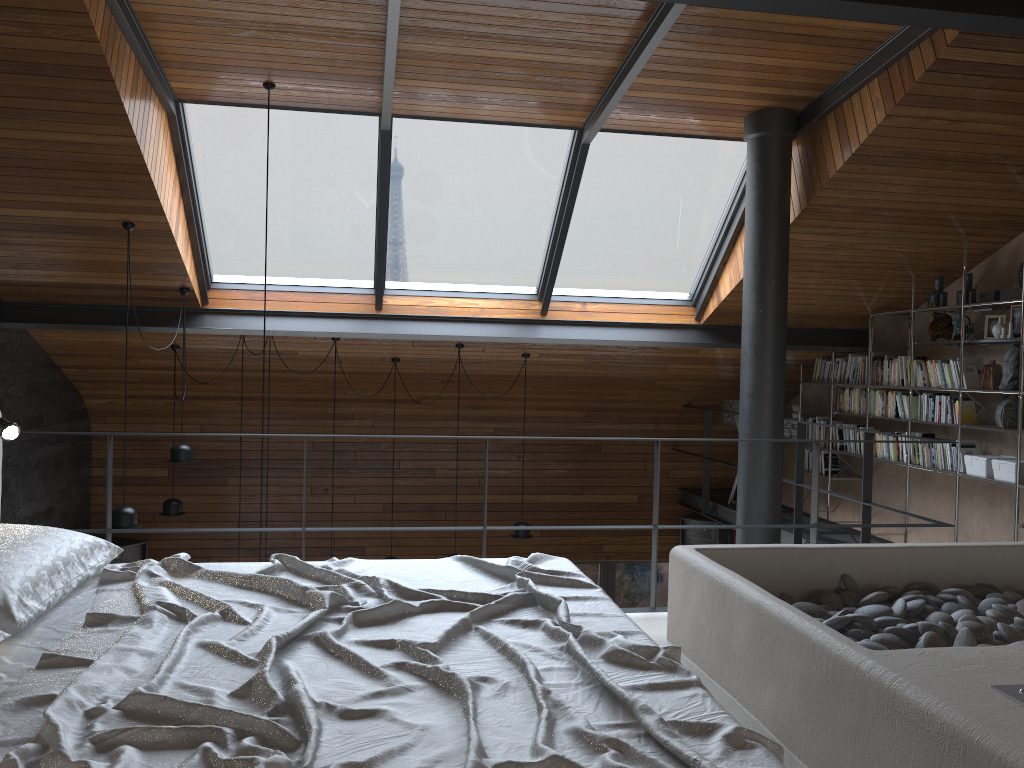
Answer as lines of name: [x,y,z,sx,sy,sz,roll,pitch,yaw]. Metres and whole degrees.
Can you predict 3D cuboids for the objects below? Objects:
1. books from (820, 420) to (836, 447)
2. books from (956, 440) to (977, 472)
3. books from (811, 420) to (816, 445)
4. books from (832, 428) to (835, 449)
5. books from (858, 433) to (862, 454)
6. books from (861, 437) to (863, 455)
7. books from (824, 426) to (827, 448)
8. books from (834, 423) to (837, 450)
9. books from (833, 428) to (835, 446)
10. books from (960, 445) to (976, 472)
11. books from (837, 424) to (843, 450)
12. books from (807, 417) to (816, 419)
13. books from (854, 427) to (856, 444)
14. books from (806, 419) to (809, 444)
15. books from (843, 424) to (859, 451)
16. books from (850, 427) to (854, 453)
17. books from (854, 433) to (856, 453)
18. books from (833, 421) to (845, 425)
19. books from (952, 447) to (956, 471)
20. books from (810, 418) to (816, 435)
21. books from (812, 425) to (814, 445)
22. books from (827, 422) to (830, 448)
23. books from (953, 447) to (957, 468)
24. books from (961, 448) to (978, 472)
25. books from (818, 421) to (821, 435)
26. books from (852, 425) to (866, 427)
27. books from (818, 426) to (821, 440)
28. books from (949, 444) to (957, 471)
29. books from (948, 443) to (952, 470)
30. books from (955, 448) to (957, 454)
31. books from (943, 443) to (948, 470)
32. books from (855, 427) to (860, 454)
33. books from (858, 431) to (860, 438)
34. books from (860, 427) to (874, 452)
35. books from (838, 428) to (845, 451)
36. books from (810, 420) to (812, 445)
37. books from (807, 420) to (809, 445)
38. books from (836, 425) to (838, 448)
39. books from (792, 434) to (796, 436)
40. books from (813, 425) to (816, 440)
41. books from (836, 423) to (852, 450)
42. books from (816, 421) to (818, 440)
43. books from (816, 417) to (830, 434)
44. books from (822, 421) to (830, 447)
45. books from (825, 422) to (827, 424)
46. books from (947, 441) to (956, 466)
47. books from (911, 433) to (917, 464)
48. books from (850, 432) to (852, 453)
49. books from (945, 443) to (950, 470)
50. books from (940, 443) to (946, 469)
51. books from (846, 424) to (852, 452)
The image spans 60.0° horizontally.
books: [2.878,0.451,8.065,0.146,0.240,0.023,1,1,-10]
books: [3.189,0.505,6.205,0.143,0.217,0.066,1,1,-10]
books: [2.853,0.452,8.222,0.160,0.231,0.021,1,1,-10]
books: [2.898,0.469,7.827,0.133,0.219,0.058,1,1,-10]
books: [2.949,0.500,7.396,0.111,0.174,0.041,1,1,-10]
books: [2.957,0.489,7.363,0.111,0.197,0.043,1,1,-10]
books: [2.879,0.470,7.974,0.148,0.206,0.018,1,1,-10]
books: [2.902,0.461,7.797,0.143,0.235,0.055,1,1,-10]
books: [2.902,0.472,7.810,0.136,0.212,0.051,1,1,-10]
books: [3.183,0.520,6.188,0.129,0.186,0.050,1,1,-10]
books: [2.912,0.463,7.738,0.148,0.233,0.053,1,1,-10]
books: [2.861,0.438,8.330,0.207,0.255,0.010,1,1,-10]
books: [2.977,0.473,7.488,0.177,0.217,0.046,1,1,-10]
books: [2.826,0.448,8.313,0.148,0.234,0.013,1,1,-10]
books: [2.943,0.465,7.678,0.148,0.233,0.053,1,1,-10]
books: [2.961,0.475,7.543,0.164,0.217,0.048,1,1,-10]
books: [2.944,0.499,7.483,0.119,0.171,0.044,1,1,-10]
books: [2.890,0.452,7.879,0.131,0.247,0.018,1,1,-10]
books: [3.165,0.529,6.244,0.130,0.167,0.046,1,1,-10]
books: [2.869,0.442,8.266,0.192,0.251,0.012,1,1,-10]
books: [2.839,0.465,8.195,0.130,0.208,0.010,1,1,-10]
books: [2.877,0.458,7.928,0.129,0.231,0.010,1,1,-10]
books: [3.179,0.528,6.232,0.146,0.171,0.054,1,1,-10]
books: [3.188,0.531,6.178,0.130,0.166,0.046,1,1,-10]
books: [2.863,0.453,8.098,0.148,0.234,0.013,1,1,-10]
books: [2.988,0.468,7.601,0.148,0.233,0.053,1,1,-10]
books: [2.863,0.471,8.084,0.143,0.199,0.019,1,1,-10]
books: [3.179,0.519,6.271,0.160,0.187,0.060,1,1,-10]
books: [3.174,0.517,6.301,0.148,0.189,0.053,1,1,-10]
books: [3.186,0.525,6.219,0.148,0.175,0.046,1,1,-9]
books: [3.173,0.516,6.338,0.169,0.188,0.058,1,1,-10]
books: [2.970,0.475,7.455,0.161,0.222,0.055,1,1,-10]
books: [2.954,0.488,7.417,0.111,0.197,0.043,1,1,-10]
books: [2.961,0.473,7.380,0.122,0.230,0.057,1,1,-10]
books: [2.912,0.478,7.720,0.148,0.206,0.053,1,1,-10]
books: [2.848,0.450,8.251,0.148,0.234,0.013,1,1,-10]
books: [2.847,0.450,8.289,0.169,0.232,0.018,1,1,-10]
books: [2.910,0.469,7.752,0.141,0.221,0.055,1,1,-10]
books: [2.821,0.489,8.448,0.252,0.016,0.182,1,1,-5]
books: [2.853,0.463,8.183,0.146,0.210,0.018,1,1,-10]
books: [2.918,0.463,7.785,0.148,0.233,0.053,1,1,-10]
books: [2.856,0.453,8.110,0.148,0.234,0.013,1,1,-10]
books: [2.863,0.435,8.155,0.143,0.268,0.020,1,1,-10]
books: [2.879,0.455,8.034,0.148,0.234,0.013,1,1,-10]
books: [2.884,0.457,7.998,0.129,0.231,0.010,1,1,-10]
books: [3.195,0.510,6.316,0.192,0.202,0.055,1,1,-10]
books: [3.072,0.484,6.678,0.148,0.233,0.053,1,1,-10]
books: [2.942,0.484,7.551,0.127,0.200,0.046,1,1,-10]
books: [3.188,0.508,6.326,0.191,0.205,0.055,1,1,-10]
books: [3.152,0.515,6.363,0.148,0.189,0.053,1,1,-10]
books: [2.952,0.466,7.630,0.148,0.233,0.053,1,1,-10]
